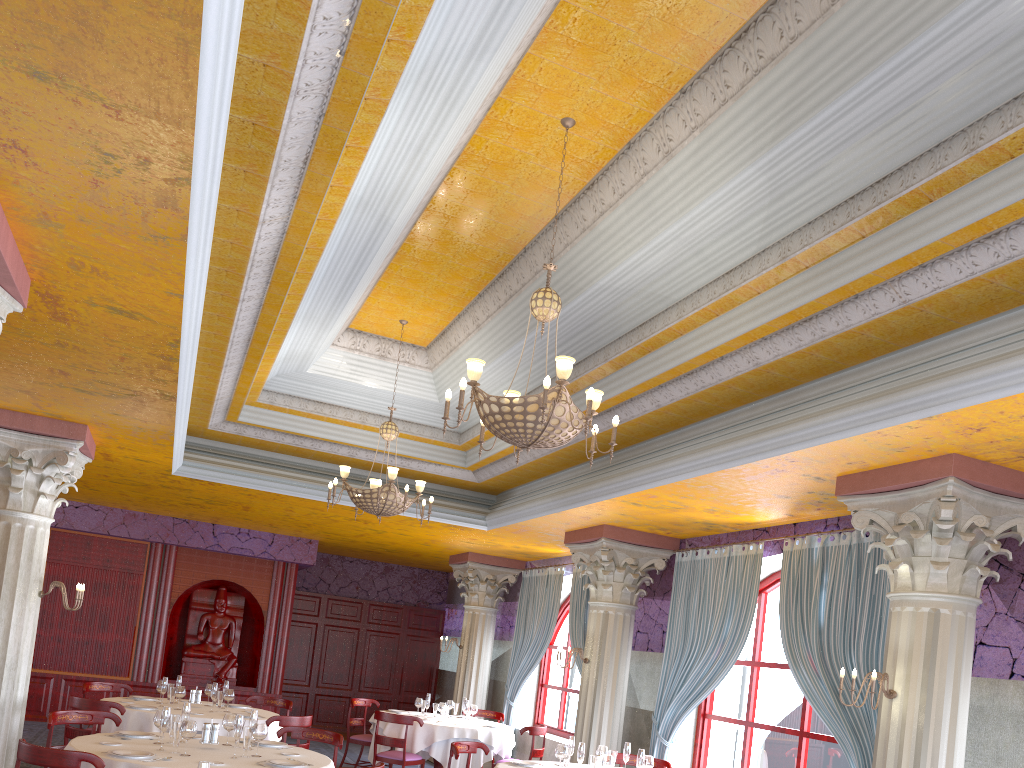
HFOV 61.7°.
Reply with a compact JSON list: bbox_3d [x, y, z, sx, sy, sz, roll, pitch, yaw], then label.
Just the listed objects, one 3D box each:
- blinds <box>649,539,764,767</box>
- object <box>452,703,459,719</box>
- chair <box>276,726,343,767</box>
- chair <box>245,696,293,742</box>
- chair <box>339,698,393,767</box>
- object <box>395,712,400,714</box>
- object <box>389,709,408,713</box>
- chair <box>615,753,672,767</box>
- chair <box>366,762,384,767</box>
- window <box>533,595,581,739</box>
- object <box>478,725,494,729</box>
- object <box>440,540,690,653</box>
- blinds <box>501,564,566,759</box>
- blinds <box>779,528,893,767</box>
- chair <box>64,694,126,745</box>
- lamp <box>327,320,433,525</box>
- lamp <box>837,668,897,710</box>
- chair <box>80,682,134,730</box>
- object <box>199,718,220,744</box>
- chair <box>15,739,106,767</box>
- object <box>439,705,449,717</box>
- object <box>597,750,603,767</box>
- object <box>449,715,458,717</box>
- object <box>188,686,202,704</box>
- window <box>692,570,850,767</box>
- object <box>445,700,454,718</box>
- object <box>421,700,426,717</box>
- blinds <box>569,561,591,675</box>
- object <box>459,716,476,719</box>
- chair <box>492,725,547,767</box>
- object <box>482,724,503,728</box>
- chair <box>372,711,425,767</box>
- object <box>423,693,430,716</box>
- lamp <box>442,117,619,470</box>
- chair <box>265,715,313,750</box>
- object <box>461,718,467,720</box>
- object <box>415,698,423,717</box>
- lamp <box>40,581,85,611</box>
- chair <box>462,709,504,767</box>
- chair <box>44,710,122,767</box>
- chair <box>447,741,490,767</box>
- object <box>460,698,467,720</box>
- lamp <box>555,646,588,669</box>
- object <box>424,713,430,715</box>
[{"bbox_3d":[2.041,3.496,9.476,0.247,3.439,1.728,8,-6,-19],"label":"blinds"},{"bbox_3d":[-0.838,4.858,12.720,0.085,0.232,0.088,7,-5,4],"label":"object"},{"bbox_3d":[-1.991,3.730,7.877,0.743,1.066,0.670,4,-8,24],"label":"chair"},{"bbox_3d":[-3.246,4.557,10.950,0.743,1.066,0.670,4,-8,24],"label":"chair"},{"bbox_3d":[-2.146,5.288,12.834,0.641,1.065,0.777,4,-9,24],"label":"chair"},{"bbox_3d":[-1.725,4.779,12.467,0.256,0.019,0.057,-3,-18,27],"label":"object"},{"bbox_3d":[-1.677,4.848,12.673,0.318,0.023,0.322,13,-19,-20],"label":"object"},{"bbox_3d":[1.253,4.494,9.053,0.743,1.066,0.670,4,-8,24],"label":"chair"},{"bbox_3d":[-1.336,3.299,6.273,0.641,1.065,0.777,4,-9,24],"label":"chair"},{"bbox_3d":[1.255,4.259,13.190,0.162,2.473,3.657,8,-12,-20],"label":"window"},{"bbox_3d":[-0.359,4.774,11.922,0.231,0.013,0.029,-1,-17,23],"label":"object"},{"bbox_3d":[3.412,2.486,6.004,2.123,3.490,29.960,9,-17,-20],"label":"object"},{"bbox_3d":[0.265,4.666,13.827,0.247,3.439,1.728,8,-6,-19],"label":"blinds"},{"bbox_3d":[2.801,2.995,7.616,0.248,3.439,1.725,8,-6,-21],"label":"blinds"},{"bbox_3d":[-4.181,3.728,8.697,0.743,1.066,0.670,4,-8,24],"label":"chair"},{"bbox_3d":[-1.265,0.360,8.945,0.952,2.126,0.990,5,-6,24],"label":"lamp"},{"bbox_3d":[2.512,2.157,6.048,0.392,0.266,0.344,15,-15,-33],"label":"lamp"},{"bbox_3d":[-4.836,4.159,10.301,0.641,1.065,0.777,4,-9,24],"label":"chair"},{"bbox_3d":[-2.414,2.778,6.861,0.149,0.206,0.071,14,-8,-41],"label":"object"},{"bbox_3d":[-2.927,2.902,5.624,0.743,1.066,0.670,4,-8,24],"label":"chair"},{"bbox_3d":[-0.979,4.733,12.467,0.149,0.206,0.071,14,-8,-41],"label":"object"},{"bbox_3d":[0.830,3.542,8.036,0.149,0.206,0.071,14,-8,-41],"label":"object"},{"bbox_3d":[-0.889,5.091,13.133,0.054,0.019,0.269,-1,-19,27],"label":"object"},{"bbox_3d":[-3.668,3.605,9.933,0.149,0.206,0.071,14,-8,-41],"label":"object"},{"bbox_3d":[3.054,3.074,8.784,0.162,2.473,3.657,8,-12,-20],"label":"window"},{"bbox_3d":[-0.936,4.852,12.782,0.125,0.258,0.123,10,-7,-30],"label":"object"},{"bbox_3d":[-1.296,4.736,12.509,0.088,0.232,0.085,11,-6,-41],"label":"object"},{"bbox_3d":[1.024,4.165,11.967,0.248,3.439,1.725,8,-6,-21],"label":"blinds"},{"bbox_3d":[-0.684,5.098,13.084,0.318,0.023,0.322,13,-19,-20],"label":"object"},{"bbox_3d":[0.099,5.254,11.880,0.641,1.065,0.777,4,-9,24],"label":"chair"},{"bbox_3d":[-0.269,4.830,12.083,0.318,0.023,0.322,13,-19,-20],"label":"object"},{"bbox_3d":[-1.492,4.856,11.230,0.743,1.066,0.670,4,-8,24],"label":"chair"},{"bbox_3d":[-1.249,4.732,12.632,0.073,0.328,0.076,6,-4,15],"label":"object"},{"bbox_3d":[0.224,-0.621,5.299,0.952,2.126,0.990,5,-6,24],"label":"lamp"},{"bbox_3d":[-2.591,4.125,9.346,0.641,1.065,0.777,4,-9,24],"label":"chair"},{"bbox_3d":[-0.729,5.037,12.888,0.138,0.010,0.031,-2,-18,25],"label":"object"},{"bbox_3d":[-1.355,4.684,12.409,0.123,0.258,0.125,8,-6,-7],"label":"object"},{"bbox_3d":[-4.347,2.048,8.294,0.392,0.266,0.344,15,-15,-33],"label":"lamp"},{"bbox_3d":[-0.556,5.685,13.484,0.743,1.066,0.670,4,-8,24],"label":"chair"},{"bbox_3d":[-3.582,3.333,7.228,0.641,1.065,0.777,4,-9,24],"label":"chair"},{"bbox_3d":[-0.337,4.096,8.404,0.641,1.065,0.777,4,-9,24],"label":"chair"},{"bbox_3d":[-0.711,4.811,12.680,0.073,0.328,0.076,6,-4,15],"label":"object"},{"bbox_3d":[0.724,3.334,10.427,0.392,0.266,0.344,15,-15,-33],"label":"lamp"},{"bbox_3d":[-1.287,5.006,12.997,0.159,0.009,0.166,7,-17,-1],"label":"object"}]
